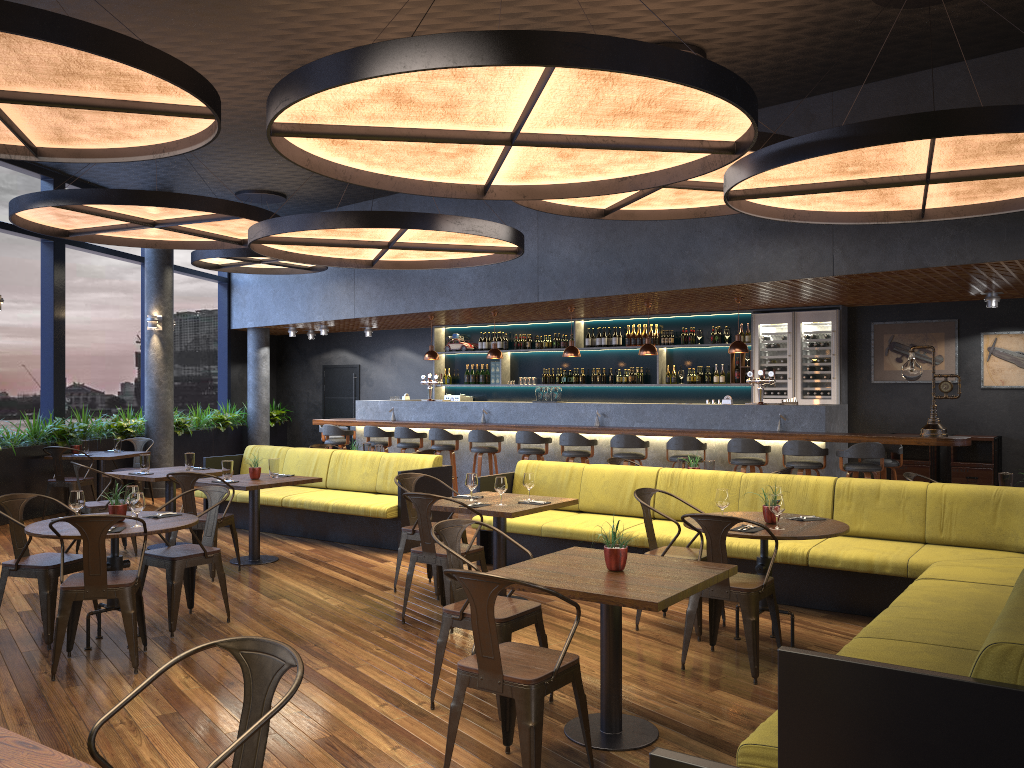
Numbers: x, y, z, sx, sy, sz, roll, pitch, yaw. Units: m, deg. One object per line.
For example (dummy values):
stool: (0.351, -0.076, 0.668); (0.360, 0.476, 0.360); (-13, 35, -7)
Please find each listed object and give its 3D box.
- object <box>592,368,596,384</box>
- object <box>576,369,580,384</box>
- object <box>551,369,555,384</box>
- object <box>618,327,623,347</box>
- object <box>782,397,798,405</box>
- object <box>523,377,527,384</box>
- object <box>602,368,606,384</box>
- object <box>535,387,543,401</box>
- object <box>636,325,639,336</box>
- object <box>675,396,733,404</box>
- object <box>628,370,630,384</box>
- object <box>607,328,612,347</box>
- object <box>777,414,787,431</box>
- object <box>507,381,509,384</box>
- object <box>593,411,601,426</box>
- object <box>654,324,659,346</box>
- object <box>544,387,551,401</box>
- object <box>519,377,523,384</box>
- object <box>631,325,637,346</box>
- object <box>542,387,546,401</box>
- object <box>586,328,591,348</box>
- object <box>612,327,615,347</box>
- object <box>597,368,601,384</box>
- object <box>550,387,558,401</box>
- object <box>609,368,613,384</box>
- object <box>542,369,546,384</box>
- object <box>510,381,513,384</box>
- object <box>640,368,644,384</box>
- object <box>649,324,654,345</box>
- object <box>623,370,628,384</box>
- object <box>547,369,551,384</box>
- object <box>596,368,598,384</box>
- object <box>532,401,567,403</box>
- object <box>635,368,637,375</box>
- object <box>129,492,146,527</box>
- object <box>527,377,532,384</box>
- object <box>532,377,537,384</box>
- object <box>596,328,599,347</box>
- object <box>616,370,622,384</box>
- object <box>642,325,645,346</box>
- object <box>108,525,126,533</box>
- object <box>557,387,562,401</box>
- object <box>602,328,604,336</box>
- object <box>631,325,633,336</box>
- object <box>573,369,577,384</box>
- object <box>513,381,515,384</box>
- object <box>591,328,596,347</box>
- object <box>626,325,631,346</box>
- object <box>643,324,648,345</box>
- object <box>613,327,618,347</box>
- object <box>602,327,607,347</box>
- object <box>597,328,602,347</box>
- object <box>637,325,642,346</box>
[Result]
object: (1.291, -0.123, 14.006); (0.063, 0.254, 0.063); (0, 0, 7)
object: (1.059, -0.122, 14.309); (0.063, 0.254, 0.063); (0, 0, -23)
object: (0.673, -0.121, 14.565); (0.063, 0.254, 0.063); (0, 0, -8)
object: (1.685, -0.731, 13.863); (0.085, 0.310, 0.086); (0, 0, -15)
object: (3.256, 0.201, 10.388); (0.177, 0.091, 0.091); (0, 0, 10)
object: (0.223, -0.053, 14.804); (0.084, 0.119, 0.084); (0, 0, -10)
object: (1.459, -0.123, 14.024); (0.063, 0.254, 0.063); (0, 0, 7)
object: (0.379, 0.152, 12.392); (0.105, 0.209, 0.105); (0, 0, -20)
object: (1.951, -0.743, 13.657); (0.084, 0.330, 0.084); (0, 0, 41)
object: (2.362, 0.197, 11.028); (0.766, 0.106, 0.200); (0, 0, 35)
object: (1.822, -0.109, 13.818); (0.088, 0.224, 0.088); (0, 0, 29)
object: (1.528, -0.731, 13.968); (0.085, 0.310, 0.086); (0, 0, -44)
object: (3.109, 0.445, 10.264); (0.114, 0.203, 0.069); (0, 0, -21)
object: (-0.064, -0.023, 14.978); (0.042, 0.059, 0.042); (0, 0, -4)
object: (1.123, 0.452, 11.625); (0.114, 0.203, 0.069); (0, 0, 24)
object: (2.204, -0.743, 13.525); (0.084, 0.330, 0.084); (0, 0, 41)
object: (0.506, 0.151, 12.364); (0.105, 0.209, 0.105); (0, 0, -20)
object: (0.153, -0.053, 14.852); (0.084, 0.119, 0.084); (0, 0, -10)
object: (1.873, -0.743, 13.605); (0.084, 0.330, 0.084); (0, 0, 41)
object: (0.450, 0.152, 12.474); (0.105, 0.209, 0.105); (0, 0, -20)
object: (1.212, -0.730, 14.068); (0.085, 0.310, 0.086); (0, 0, -28)
object: (1.608, -0.731, 13.918); (0.085, 0.310, 0.086); (0, 0, -28)
object: (1.374, -0.123, 13.948); (0.063, 0.254, 0.063); (0, 0, -18)
object: (0.581, 0.151, 12.248); (0.105, 0.209, 0.105); (0, 0, -20)
object: (1.561, -0.123, 13.963); (0.063, 0.254, 0.063); (0, 0, -8)
object: (0.524, -0.121, 14.548); (0.063, 0.254, 0.063); (0, 0, 7)
object: (-0.007, -0.023, 14.895); (0.042, 0.059, 0.042); (0, 0, -4)
object: (1.996, -0.125, 13.646); (0.063, 0.254, 0.063); (0, 0, 7)
object: (2.112, -0.743, 13.438); (0.084, 0.330, 0.084); (0, 0, 41)
object: (1.757, -0.109, 13.725); (0.088, 0.224, 0.088); (0, 0, -41)
object: (0.607, -0.121, 14.491); (0.063, 0.254, 0.063); (0, 0, 22)
object: (1.355, -0.123, 14.095); (0.063, 0.254, 0.063); (0, 0, 22)
object: (0.525, 0.247, 12.383); (0.437, 0.019, 0.273); (0, 0, 35)
object: (1.937, -0.125, 13.746); (0.063, 0.254, 0.063); (0, 0, -28)
object: (-2.313, 0.775, 5.470); (0.097, 0.206, 0.097); (0, 0, 41)
object: (0.294, -0.054, 14.755); (0.084, 0.119, 0.084); (0, 0, -10)
object: (0.366, -0.054, 14.705); (0.084, 0.119, 0.084); (0, 0, -10)
object: (1.372, -0.730, 14.073); (0.085, 0.310, 0.086); (0, 0, -28)
object: (1.669, -0.109, 13.786); (0.088, 0.224, 0.088); (0, 0, 4)
object: (2.029, -0.743, 13.606); (0.084, 0.330, 0.084); (0, 0, 41)
object: (-2.416, 0.869, 5.329); (0.157, 0.019, 0.255); (0, 0, -13)
object: (0.641, 0.151, 12.347); (0.105, 0.209, 0.105); (0, 0, -20)
object: (1.449, -0.730, 14.025); (0.085, 0.310, 0.086); (0, 0, -15)
object: (1.874, -0.742, 13.713); (0.084, 0.330, 0.084); (0, 0, 41)
object: (1.007, -0.122, 14.247); (0.063, 0.254, 0.063); (0, 0, -38)
object: (0.034, -0.023, 14.912); (0.042, 0.059, 0.042); (0, 0, -4)
object: (1.290, -0.730, 14.130); (0.085, 0.310, 0.086); (0, 0, -41)
object: (1.795, -0.742, 13.658); (0.084, 0.330, 0.084); (0, 0, 41)
object: (2.031, -0.743, 13.490); (0.084, 0.330, 0.084); (0, 0, 41)
object: (1.612, -0.731, 13.798); (0.085, 0.310, 0.086); (0, 0, -22)
object: (1.451, -0.731, 13.906); (0.085, 0.310, 0.086); (0, 0, -28)
object: (1.376, -0.731, 13.961); (0.085, 0.310, 0.086); (0, 0, -22)
object: (1.949, -0.743, 13.552); (0.084, 0.330, 0.084); (0, 0, 41)
